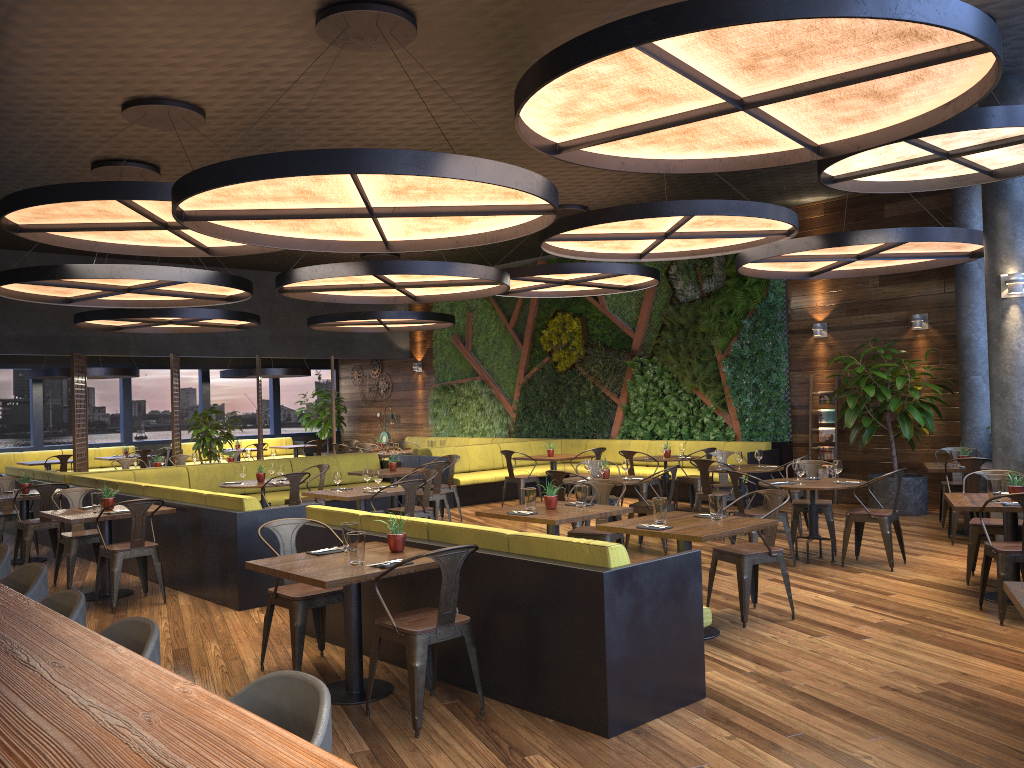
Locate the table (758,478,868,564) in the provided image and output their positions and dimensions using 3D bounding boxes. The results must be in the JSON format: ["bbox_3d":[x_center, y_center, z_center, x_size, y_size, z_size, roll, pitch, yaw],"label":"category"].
[{"bbox_3d":[2.939,1.339,8.651,1.007,0.760,1.007,-3,-1,41],"label":"table"}]

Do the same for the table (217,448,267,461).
[{"bbox_3d":[-5.954,1.812,19.345,0.906,0.763,0.887,-1,-2,-43],"label":"table"}]

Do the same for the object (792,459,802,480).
[{"bbox_3d":[2.873,0.863,8.927,0.097,0.206,0.097,-2,-1,15],"label":"object"}]

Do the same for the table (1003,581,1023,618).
[{"bbox_3d":[2.472,1.252,3.408,0.887,0.763,0.906,-2,-1,22],"label":"table"}]

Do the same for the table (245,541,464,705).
[{"bbox_3d":[-0.895,1.385,5.085,0.906,0.763,0.887,-1,-2,-43],"label":"table"}]

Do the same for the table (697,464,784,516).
[{"bbox_3d":[2.751,1.383,10.639,1.007,0.760,1.007,-2,-1,15],"label":"table"}]

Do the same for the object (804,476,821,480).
[{"bbox_3d":[3.043,0.953,8.976,0.157,0.019,0.255,-2,-1,24],"label":"object"}]

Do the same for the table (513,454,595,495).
[{"bbox_3d":[0.663,1.506,13.788,0.887,0.763,0.906,-1,-2,-43],"label":"table"}]

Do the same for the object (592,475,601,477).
[{"bbox_3d":[0.985,1.034,9.972,0.157,0.019,0.255,-2,-1,0],"label":"object"}]

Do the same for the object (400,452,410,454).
[{"bbox_3d":[-1.939,1.233,15.910,0.255,0.019,0.157,-1,-2,-43],"label":"object"}]

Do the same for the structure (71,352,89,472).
[{"bbox_3d":[-7.572,0.818,15.557,0.050,2.700,0.852,-1,-1,-13],"label":"structure"}]

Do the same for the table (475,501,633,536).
[{"bbox_3d":[0.347,1.387,7.106,0.887,0.763,0.906,-1,-2,-43],"label":"table"}]

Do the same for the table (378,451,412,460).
[{"bbox_3d":[-2.168,1.637,16.136,0.887,0.763,0.906,-1,-2,-43],"label":"table"}]

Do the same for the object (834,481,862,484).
[{"bbox_3d":[3.192,0.938,8.458,0.255,0.019,0.157,-2,-1,34],"label":"object"}]

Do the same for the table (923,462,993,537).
[{"bbox_3d":[5.148,1.298,9.965,0.887,0.763,0.906,-2,-1,22],"label":"table"}]

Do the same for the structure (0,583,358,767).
[{"bbox_3d":[-4.376,0.496,3.827,2.700,2.700,9.298,-1,-2,-43],"label":"structure"}]

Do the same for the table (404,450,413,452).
[{"bbox_3d":[-1.482,1.628,16.768,0.887,0.763,0.906,-1,-2,-43],"label":"table"}]

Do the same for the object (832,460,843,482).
[{"bbox_3d":[3.169,0.849,8.633,0.097,0.206,0.097,-2,-1,34],"label":"object"}]

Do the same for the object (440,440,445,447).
[{"bbox_3d":[-1.316,1.152,16.820,0.102,0.178,0.102,-2,-1,33],"label":"object"}]

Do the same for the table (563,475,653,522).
[{"bbox_3d":[1.035,1.415,9.639,1.007,0.760,1.007,-2,-1,35],"label":"table"}]

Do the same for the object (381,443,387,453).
[{"bbox_3d":[-2.315,1.167,16.040,0.102,0.178,0.102,-2,-1,33],"label":"object"}]

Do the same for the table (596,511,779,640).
[{"bbox_3d":[1.226,1.342,6.154,0.906,0.763,0.887,-1,-2,-43],"label":"table"}]

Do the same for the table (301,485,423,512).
[{"bbox_3d":[-1.542,1.483,9.176,0.906,0.763,0.887,-1,-2,-43],"label":"table"}]

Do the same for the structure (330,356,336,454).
[{"bbox_3d":[-3.823,0.773,19.015,0.050,2.700,0.852,-1,-1,-13],"label":"structure"}]

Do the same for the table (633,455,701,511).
[{"bbox_3d":[2.222,1.440,12.772,1.007,0.760,1.007,-2,-1,15],"label":"table"}]

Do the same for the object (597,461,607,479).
[{"bbox_3d":[0.958,0.930,9.434,0.097,0.206,0.097,-2,-1,19],"label":"object"}]

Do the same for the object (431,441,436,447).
[{"bbox_3d":[-1.462,1.152,16.569,0.102,0.178,0.102,-2,-1,-7],"label":"object"}]

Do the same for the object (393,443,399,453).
[{"bbox_3d":[-2.087,1.159,15.993,0.102,0.178,0.102,-2,-1,-7],"label":"object"}]

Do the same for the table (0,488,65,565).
[{"bbox_3d":[-5.486,1.618,10.020,0.887,0.763,0.906,-1,-2,-43],"label":"table"}]

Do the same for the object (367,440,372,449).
[{"bbox_3d":[-2.875,1.220,17.945,0.102,0.178,0.102,-2,-1,33],"label":"object"}]

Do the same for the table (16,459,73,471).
[{"bbox_3d":[-8.745,1.846,16.765,0.887,0.763,0.906,-1,-2,-43],"label":"table"}]

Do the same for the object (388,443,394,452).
[{"bbox_3d":[-2.221,1.170,16.331,0.102,0.178,0.102,-2,-1,33],"label":"object"}]

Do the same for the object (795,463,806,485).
[{"bbox_3d":[2.758,0.858,8.482,0.097,0.206,0.097,-1,-1,-38],"label":"object"}]

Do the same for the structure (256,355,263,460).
[{"bbox_3d":[-5.073,0.788,17.862,0.050,2.700,0.852,-1,-1,-13],"label":"structure"}]

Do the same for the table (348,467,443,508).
[{"bbox_3d":[-1.542,1.533,11.754,0.887,0.763,0.906,-1,-2,-43],"label":"table"}]

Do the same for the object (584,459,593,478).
[{"bbox_3d":[0.851,0.942,9.859,0.097,0.206,0.097,-1,-1,-36],"label":"object"}]

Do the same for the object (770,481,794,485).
[{"bbox_3d":[2.623,0.958,8.587,0.255,0.019,0.157,-1,-1,-11],"label":"object"}]

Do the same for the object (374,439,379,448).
[{"bbox_3d":[-2.777,1.221,18.140,0.102,0.178,0.102,-2,-1,-7],"label":"object"}]

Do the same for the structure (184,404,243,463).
[{"bbox_3d":[-5.606,1.247,16.463,0.993,1.763,1.166,-2,-1,18],"label":"structure"}]

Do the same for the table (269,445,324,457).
[{"bbox_3d":[-4.923,1.799,20.291,0.887,0.763,0.906,-1,-2,-43],"label":"table"}]

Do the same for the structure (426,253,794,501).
[{"bbox_3d":[1.183,-0.366,16.889,0.918,4.593,9.182,-1,-2,-44],"label":"structure"}]

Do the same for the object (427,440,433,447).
[{"bbox_3d":[-1.564,1.162,16.937,0.102,0.178,0.102,-2,-1,33],"label":"object"}]

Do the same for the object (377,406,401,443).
[{"bbox_3d":[-2.892,1.324,20.860,0.459,1.615,0.848,-1,-2,-43],"label":"object"}]

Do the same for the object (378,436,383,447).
[{"bbox_3d":[-2.669,1.169,17.979,0.238,0.271,0.260,-1,-1,-21],"label":"object"}]

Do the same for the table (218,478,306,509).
[{"bbox_3d":[-2.967,1.553,10.590,1.007,0.760,1.007,-2,-1,-5],"label":"table"}]

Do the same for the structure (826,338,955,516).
[{"bbox_3d":[4.937,0.544,11.926,1.406,2.359,1.650,-1,-1,-34],"label":"structure"}]

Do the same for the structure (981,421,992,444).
[{"bbox_3d":[3.309,0.911,3.904,0.808,1.413,17.112,-2,-1,22],"label":"structure"}]

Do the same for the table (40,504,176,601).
[{"bbox_3d":[-3.657,1.525,8.036,0.887,0.763,0.906,-1,-2,-43],"label":"table"}]

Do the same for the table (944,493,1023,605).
[{"bbox_3d":[3.880,1.276,6.846,0.887,0.763,0.906,-2,-1,22],"label":"table"}]

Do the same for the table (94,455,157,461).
[{"bbox_3d":[-7.718,1.833,17.718,0.906,0.763,0.887,-1,-2,-43],"label":"table"}]

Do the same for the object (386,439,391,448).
[{"bbox_3d":[-2.502,1.211,18.046,0.102,0.178,0.102,-2,-1,-7],"label":"object"}]

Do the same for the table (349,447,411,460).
[{"bbox_3d":[-2.665,1.687,17.973,0.887,0.763,0.906,-1,-2,-43],"label":"table"}]

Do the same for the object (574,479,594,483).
[{"bbox_3d":[0.787,1.030,9.447,0.255,0.019,0.157,-1,-2,-44],"label":"object"}]
